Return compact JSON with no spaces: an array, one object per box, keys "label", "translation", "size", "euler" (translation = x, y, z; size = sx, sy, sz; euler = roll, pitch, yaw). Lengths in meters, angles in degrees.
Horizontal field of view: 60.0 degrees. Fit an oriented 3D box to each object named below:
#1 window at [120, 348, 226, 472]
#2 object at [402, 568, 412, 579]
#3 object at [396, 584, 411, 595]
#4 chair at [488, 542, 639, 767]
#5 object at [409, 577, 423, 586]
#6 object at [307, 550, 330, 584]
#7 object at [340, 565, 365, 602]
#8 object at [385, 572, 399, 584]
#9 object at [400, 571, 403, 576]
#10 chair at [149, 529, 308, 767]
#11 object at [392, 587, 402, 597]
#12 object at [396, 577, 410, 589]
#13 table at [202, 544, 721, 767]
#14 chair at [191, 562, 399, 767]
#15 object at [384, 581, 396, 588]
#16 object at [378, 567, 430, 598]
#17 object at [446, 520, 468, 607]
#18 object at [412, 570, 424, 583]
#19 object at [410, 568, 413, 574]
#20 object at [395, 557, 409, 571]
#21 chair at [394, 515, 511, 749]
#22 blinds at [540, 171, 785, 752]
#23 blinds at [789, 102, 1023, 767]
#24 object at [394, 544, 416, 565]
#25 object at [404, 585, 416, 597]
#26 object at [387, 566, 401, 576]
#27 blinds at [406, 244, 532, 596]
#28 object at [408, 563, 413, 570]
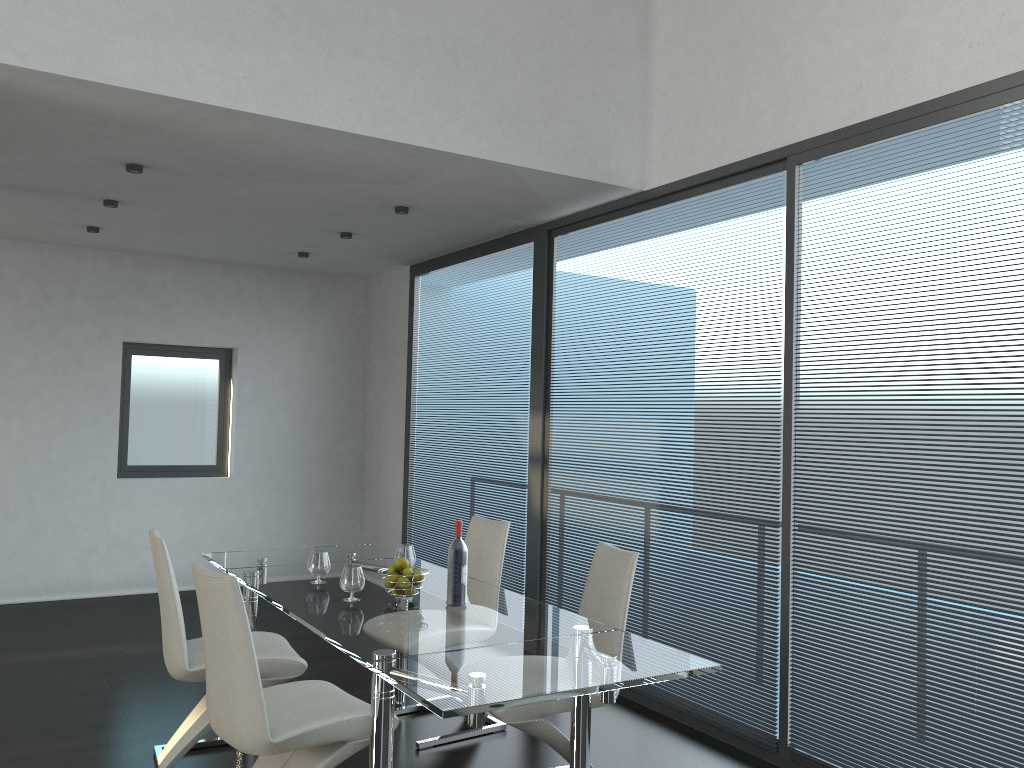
[{"label":"window","translation":[-2.821,0.227,7.409],"size":[0.800,1.000,0.050],"euler":[3,-3,-31]},{"label":"object","translation":[-0.413,0.746,3.495],"size":[0.040,0.043,0.044],"euler":[2,-2,-17]},{"label":"object","translation":[-0.435,0.814,3.552],"size":[0.061,0.056,0.059],"euler":[1,-2,14]},{"label":"chair","translation":[0.151,1.118,3.420],"size":[0.612,0.959,0.471],"euler":[2,-2,-21]},{"label":"object","translation":[-0.383,0.779,3.542],"size":[0.058,0.058,0.058],"euler":[0,-2,26]},{"label":"object","translation":[-0.832,0.788,3.819],"size":[0.098,0.132,0.098],"euler":[2,-2,-11]},{"label":"object","translation":[-0.626,0.780,3.477],"size":[0.098,0.132,0.098],"euler":[2,-2,-11]},{"label":"object","translation":[-0.471,0.763,3.487],"size":[0.055,0.048,0.054],"euler":[3,-3,-38]},{"label":"object","translation":[-0.450,0.776,3.579],"size":[0.047,0.045,0.047],"euler":[3,-2,-27]},{"label":"chair","translation":[-1.201,1.094,3.696],"size":[0.612,0.959,0.471],"euler":[3,-2,-26]},{"label":"object","translation":[-0.456,0.822,3.504],"size":[0.038,0.038,0.038],"euler":[3,-2,-27]},{"label":"object","translation":[-0.426,0.779,3.472],"size":[0.054,0.055,0.053],"euler":[1,-2,23]},{"label":"table","translation":[-0.482,1.220,3.583],"size":[0.940,0.731,2.720],"euler":[3,-3,-31]},{"label":"chair","translation":[-0.753,1.078,2.981],"size":[0.612,0.959,0.471],"euler":[3,-3,-41]},{"label":"object","translation":[-0.484,0.793,3.526],"size":[0.045,0.042,0.045],"euler":[3,-3,-36]},{"label":"object","translation":[-0.431,0.796,3.523],"size":[0.206,0.105,0.206],"euler":[1,-2,14]},{"label":"object","translation":[-0.210,0.692,3.432],"size":[0.082,0.326,0.082],"euler":[2,-2,-10]},{"label":"object","translation":[-0.371,0.760,3.501],"size":[0.047,0.048,0.047],"euler":[1,-2,21]},{"label":"object","translation":[-0.417,0.754,3.547],"size":[0.040,0.038,0.040],"euler":[0,-3,30]},{"label":"object","translation":[-0.438,0.717,3.528],"size":[0.055,0.056,0.055],"euler":[3,-3,-31]},{"label":"chair","translation":[-0.342,1.137,4.239],"size":[0.612,0.959,0.471],"euler":[3,-3,-36]},{"label":"blinds","translation":[0.689,0.340,4.676],"size":[0.018,2.537,1.874],"euler":[3,-3,-31]},{"label":"blinds","translation":[1.697,0.302,3.012],"size":[0.018,2.537,1.874],"euler":[3,-3,-31]},{"label":"object","translation":[-0.491,0.807,4.079],"size":[0.098,0.132,0.098],"euler":[2,-2,-11]},{"label":"object","translation":[-0.402,0.818,3.506],"size":[0.048,0.048,0.048],"euler":[2,-2,-20]},{"label":"object","translation":[-0.472,0.752,3.542],"size":[0.050,0.054,0.055],"euler":[0,-3,28]},{"label":"blinds","translation":[-0.360,0.379,6.410],"size":[0.018,2.537,1.787],"euler":[3,-3,-31]},{"label":"object","translation":[-0.423,0.744,3.586],"size":[0.047,0.045,0.047],"euler":[3,-3,-30]}]
